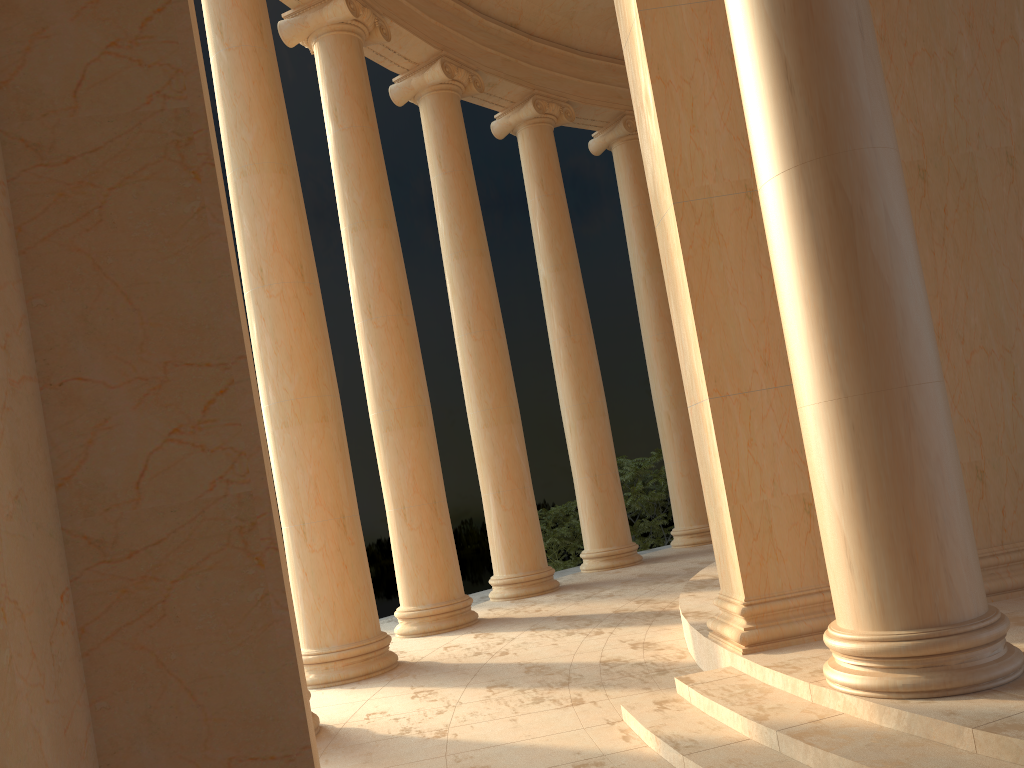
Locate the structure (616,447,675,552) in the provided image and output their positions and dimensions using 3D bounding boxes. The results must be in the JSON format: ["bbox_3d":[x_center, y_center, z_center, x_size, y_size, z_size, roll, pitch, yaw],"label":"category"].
[{"bbox_3d":[262.889,264.866,1601.375,247.028,298.527,238.701,-10,-4,-2],"label":"structure"}]

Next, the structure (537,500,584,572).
[{"bbox_3d":[78.618,299.673,1515.398,149.540,187.721,155.954,-10,-4,7],"label":"structure"}]
